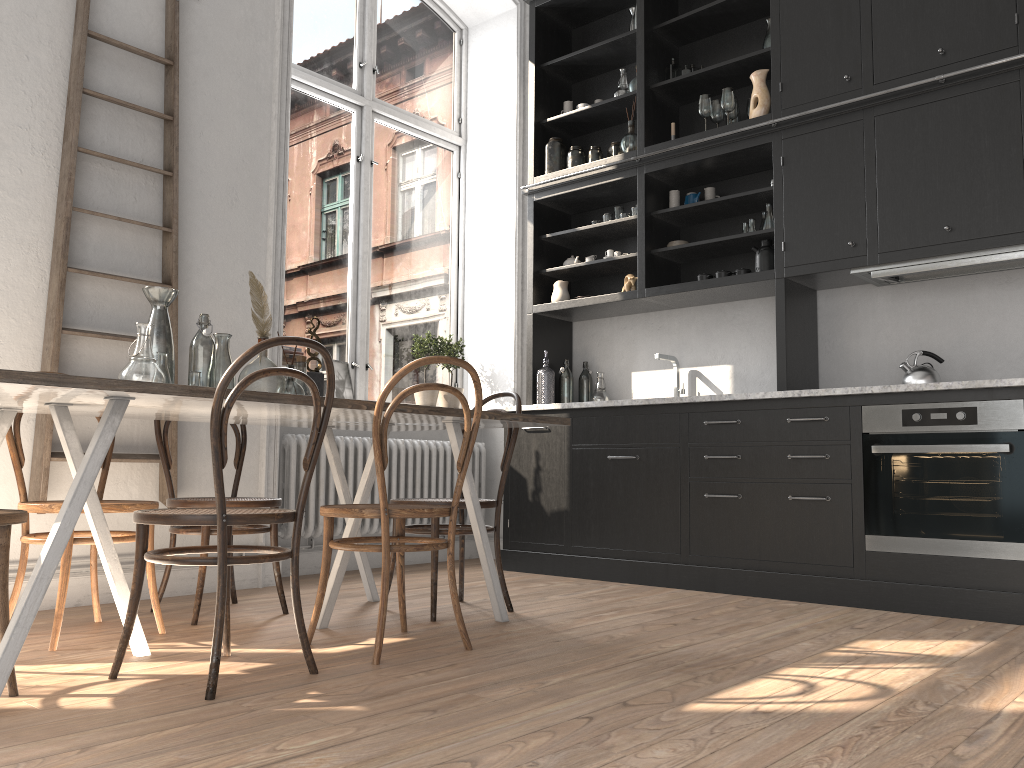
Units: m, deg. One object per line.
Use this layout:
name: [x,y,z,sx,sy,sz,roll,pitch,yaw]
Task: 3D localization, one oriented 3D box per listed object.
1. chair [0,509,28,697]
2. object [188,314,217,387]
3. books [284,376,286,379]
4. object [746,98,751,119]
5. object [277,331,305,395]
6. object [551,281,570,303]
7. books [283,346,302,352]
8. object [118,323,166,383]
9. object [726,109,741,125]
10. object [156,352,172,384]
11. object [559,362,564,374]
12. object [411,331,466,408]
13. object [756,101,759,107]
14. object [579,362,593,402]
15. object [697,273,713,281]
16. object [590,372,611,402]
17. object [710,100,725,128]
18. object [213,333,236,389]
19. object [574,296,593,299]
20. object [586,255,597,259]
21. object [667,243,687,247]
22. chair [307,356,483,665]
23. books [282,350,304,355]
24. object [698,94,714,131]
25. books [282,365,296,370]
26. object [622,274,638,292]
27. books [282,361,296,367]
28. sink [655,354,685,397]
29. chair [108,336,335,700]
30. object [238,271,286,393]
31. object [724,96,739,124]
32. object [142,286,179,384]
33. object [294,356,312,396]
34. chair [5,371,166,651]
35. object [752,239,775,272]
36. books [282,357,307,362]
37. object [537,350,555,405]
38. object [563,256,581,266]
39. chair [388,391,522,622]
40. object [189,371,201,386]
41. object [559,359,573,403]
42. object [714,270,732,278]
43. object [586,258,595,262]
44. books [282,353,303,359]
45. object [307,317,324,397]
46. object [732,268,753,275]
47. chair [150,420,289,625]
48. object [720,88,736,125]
chair: [-1.529,0.315,2.233,0.549,0.920,0.438,5,-7,-41]
object: [-1.028,-0.083,2.948,0.086,0.301,0.086,-2,-6,26]
books: [-1.281,-0.037,4.850,0.193,0.028,0.245,-4,-7,36]
object: [1.315,-1.440,4.821,0.083,0.221,0.083,-4,-7,40]
object: [-0.799,-0.046,3.197,0.107,0.283,0.107,-3,-6,36]
object: [0.299,-0.548,5.418,0.115,0.144,0.127,-1,-6,20]
books: [-1.284,-0.191,4.867,0.159,0.024,0.201,-3,-7,31]
object: [-1.107,-0.071,2.660,0.132,0.219,0.132,-3,-6,30]
object: [1.232,-1.430,4.932,0.083,0.221,0.083,2,-6,-18]
object: [-1.120,-0.022,2.836,0.083,0.158,0.083,-3,-7,36]
object: [0.333,0.013,5.502,0.086,0.301,0.086,4,-6,-35]
object: [-0.485,-0.081,5.783,0.234,0.523,0.500,-3,-6,30]
object: [1.297,-1.433,4.716,0.046,0.186,0.046,-1,-5,13]
object: [0.454,0.012,5.481,0.086,0.301,0.086,1,-5,-3]
object: [1.035,-0.564,4.757,0.104,0.059,0.088,-3,-6,29]
object: [0.536,0.042,5.379,0.120,0.219,0.132,-4,-7,41]
object: [1.126,-1.438,4.857,0.083,0.221,0.083,-3,-6,33]
object: [-1.009,-0.046,3.079,0.100,0.254,0.098,-1,-6,18]
object: [0.463,-0.497,5.363,0.180,0.037,0.180,-2,-6,26]
object: [0.475,-0.760,5.375,0.055,0.047,0.058,4,-7,-34]
object: [-1.348,-0.055,3.165,5.829,1.841,0.792,6,-8,-44]
chair: [-0.375,0.390,2.882,0.438,0.920,0.549,5,-7,-38]
books: [-1.273,-0.169,4.863,0.155,0.020,0.205,-4,-7,41]
object: [1.046,-1.446,4.790,0.083,0.221,0.083,2,-6,-18]
books: [-1.276,-0.084,4.861,0.158,0.024,0.222,-4,-7,41]
object: [0.676,-0.568,5.071,0.069,0.123,0.173,2,-6,-17]
books: [-1.273,-0.106,4.857,0.155,0.022,0.205,-4,-7,36]
sink: [0.791,0.076,4.919,0.526,0.504,0.514,-4,-7,41]
chair: [-0.785,0.345,2.466,0.549,0.920,0.438,-3,-7,36]
object: [-0.849,-0.146,3.026,0.157,0.445,0.157,4,-6,-31]
object: [1.189,-1.443,4.803,0.083,0.221,0.083,-4,-7,40]
object: [-1.177,-0.125,2.951,0.116,0.382,0.116,5,-7,-38]
object: [-0.790,0.001,3.319,0.101,0.211,0.101,1,-5,-10]
chair: [-1.492,0.400,3.083,0.549,0.920,0.438,-4,-7,39]
object: [1.317,-0.646,4.568,0.124,0.191,0.129,3,-6,-21]
books: [-1.277,-0.127,4.855,0.174,0.019,0.244,-4,-7,41]
object: [0.203,-0.031,5.334,0.109,0.349,0.109,-2,-6,22]
object: [0.375,-0.744,5.499,0.125,0.100,0.140,-2,-6,22]
chair: [-0.238,0.472,3.685,0.549,0.920,0.438,4,-7,-36]
object: [-1.009,0.009,2.817,0.058,0.094,0.058,3,-6,-21]
object: [0.329,0.001,5.378,0.086,0.301,0.086,-2,-6,26]
object: [1.115,-0.571,4.678,0.104,0.059,0.088,-1,-6,19]
object: [0.475,-0.741,5.373,0.055,0.033,0.058,-1,-6,16]
books: [-1.282,-0.149,4.851,0.231,0.023,0.162,4,-7,-33]
object: [-1.127,-0.143,5.038,0.122,0.488,0.102,3,-6,-25]
object: [1.205,-0.575,4.628,0.104,0.059,0.088,5,-7,-40]
chair: [-1.176,0.451,3.566,0.438,0.920,0.549,5,-7,-42]
object: [1.147,-1.453,4.706,0.083,0.221,0.083,1,-5,-3]
